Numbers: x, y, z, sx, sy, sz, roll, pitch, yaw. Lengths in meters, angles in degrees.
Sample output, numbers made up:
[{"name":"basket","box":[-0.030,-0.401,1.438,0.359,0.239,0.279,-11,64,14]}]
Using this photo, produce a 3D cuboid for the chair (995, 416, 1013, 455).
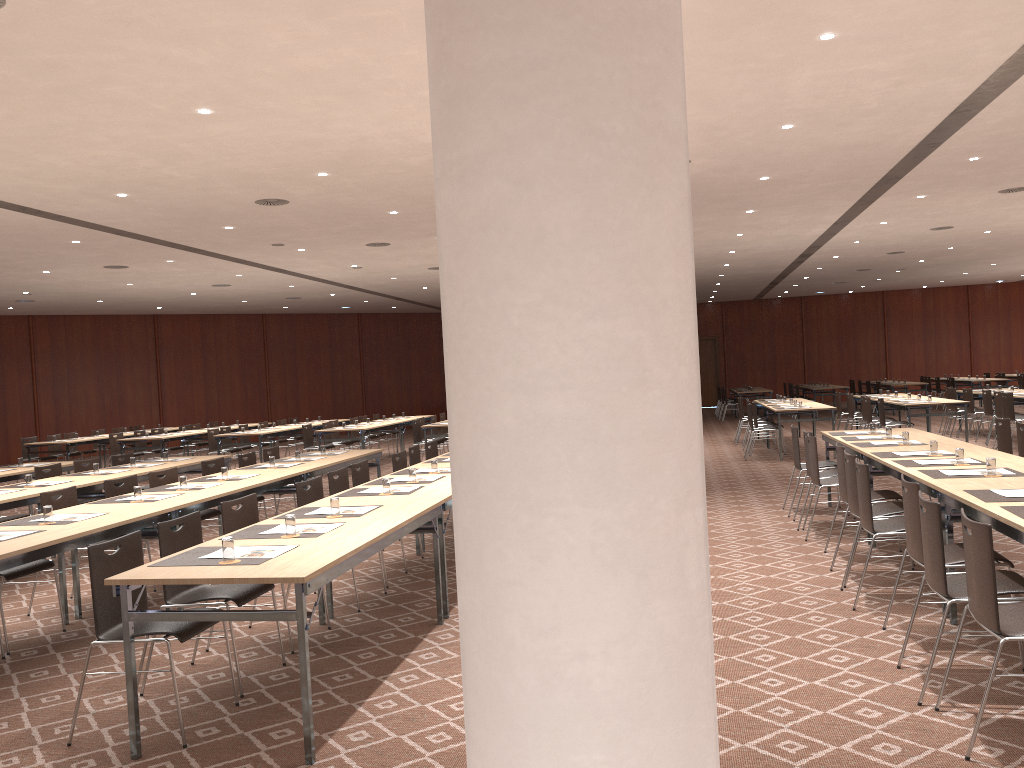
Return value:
[{"name":"chair","box":[5.198,0.801,9.037,0.614,0.939,0.535,-3,1,12]}]

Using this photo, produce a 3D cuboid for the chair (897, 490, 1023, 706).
[{"name":"chair","box":[2.224,1.009,4.305,0.614,0.939,0.535,-3,1,14]}]

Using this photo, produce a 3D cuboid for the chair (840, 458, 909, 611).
[{"name":"chair","box":[2.533,0.976,5.922,0.614,0.939,0.535,-3,1,12]}]

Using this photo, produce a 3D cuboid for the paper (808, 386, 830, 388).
[{"name":"paper","box":[8.739,0.087,25.205,0.565,0.003,0.460,-3,1,12]}]

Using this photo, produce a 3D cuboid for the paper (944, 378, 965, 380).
[{"name":"paper","box":[12.941,-0.151,26.034,0.565,0.003,0.460,-3,1,13]}]

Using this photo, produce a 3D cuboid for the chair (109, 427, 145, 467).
[{"name":"chair","box":[-8.922,1.464,20.501,0.614,0.939,0.535,-3,1,9]}]

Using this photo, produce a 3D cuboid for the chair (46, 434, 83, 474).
[{"name":"chair","box":[-9.293,1.505,18.336,0.614,0.939,0.535,-3,1,9]}]

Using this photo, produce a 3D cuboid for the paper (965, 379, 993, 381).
[{"name":"paper","box":[12.540,-0.108,23.827,0.565,0.003,0.460,-3,1,11]}]

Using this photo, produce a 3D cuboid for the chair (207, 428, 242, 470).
[{"name":"chair","box":[-5.506,1.312,16.868,0.614,0.939,0.535,-3,1,10]}]

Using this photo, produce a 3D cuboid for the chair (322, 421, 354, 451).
[{"name":"chair","box":[-3.414,1.194,17.176,0.614,0.939,0.535,-3,1,8]}]

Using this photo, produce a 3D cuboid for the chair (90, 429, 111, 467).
[{"name":"chair","box":[-9.102,1.480,19.883,0.614,0.939,0.535,-3,1,13]}]

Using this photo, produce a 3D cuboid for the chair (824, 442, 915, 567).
[{"name":"chair","box":[2.847,0.947,7.156,0.614,0.939,0.535,-3,1,13]}]

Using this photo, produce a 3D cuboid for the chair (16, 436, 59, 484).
[{"name":"chair","box":[-9.462,1.521,17.682,0.614,0.939,0.535,-3,1,12]}]

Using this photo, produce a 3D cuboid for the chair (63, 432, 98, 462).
[{"name":"chair","box":[-9.275,1.498,18.978,0.614,0.939,0.535,-3,1,8]}]

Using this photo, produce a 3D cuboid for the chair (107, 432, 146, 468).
[{"name":"chair","box":[-7.559,1.420,17.319,0.614,0.939,0.535,-3,1,12]}]

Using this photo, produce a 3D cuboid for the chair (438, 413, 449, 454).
[{"name":"chair","box":[-1.256,1.065,18.376,0.614,0.939,0.535,-3,1,9]}]

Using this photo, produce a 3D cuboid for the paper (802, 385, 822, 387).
[{"name":"paper","box":[9.032,0.056,26.797,0.565,0.003,0.460,-3,1,11]}]

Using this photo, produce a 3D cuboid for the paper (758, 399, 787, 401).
[{"name":"paper","box":[5.406,0.334,18.420,0.565,0.003,0.460,-3,1,11]}]

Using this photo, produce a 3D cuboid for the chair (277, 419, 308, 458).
[{"name":"chair","box":[-4.951,1.254,19.772,0.614,0.939,0.535,-3,1,11]}]

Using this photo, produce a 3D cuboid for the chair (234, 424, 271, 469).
[{"name":"chair","box":[-5.310,1.289,18.122,0.614,0.939,0.535,-3,1,8]}]

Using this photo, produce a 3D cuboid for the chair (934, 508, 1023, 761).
[{"name":"chair","box":[2.149,1.018,3.730,0.614,0.939,0.535,-3,1,13]}]

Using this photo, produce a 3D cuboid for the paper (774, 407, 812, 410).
[{"name":"paper","box":[4.724,0.405,14.897,0.565,0.003,0.460,-3,1,8]}]

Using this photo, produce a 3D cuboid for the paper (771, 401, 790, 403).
[{"name":"paper","box":[5.242,0.351,17.197,0.398,0.006,0.283,-3,1,12]}]

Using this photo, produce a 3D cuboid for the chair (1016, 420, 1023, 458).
[{"name":"chair","box":[5.033,0.816,8.358,0.614,0.939,0.535,-3,1,10]}]

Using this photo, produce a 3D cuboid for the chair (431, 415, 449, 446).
[{"name":"chair","box":[-1.362,1.079,17.500,0.614,0.939,0.535,-3,1,8]}]

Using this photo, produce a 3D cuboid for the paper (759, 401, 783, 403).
[{"name":"paper","box":[5.258,0.349,17.796,0.565,0.003,0.460,-3,1,9]}]

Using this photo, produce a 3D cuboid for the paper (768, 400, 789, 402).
[{"name":"paper","box":[5.358,0.339,17.834,0.398,0.006,0.283,-3,1,10]}]

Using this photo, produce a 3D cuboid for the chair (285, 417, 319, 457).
[{"name":"chair","box":[-4.864,1.242,20.453,0.614,0.939,0.535,-3,1,13]}]

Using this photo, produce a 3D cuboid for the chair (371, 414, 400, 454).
[{"name":"chair","box":[-2.877,1.138,19.979,0.614,0.939,0.535,-3,1,10]}]

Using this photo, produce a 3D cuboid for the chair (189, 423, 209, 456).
[{"name":"chair","box":[-7.019,1.363,20.141,0.614,0.939,0.535,-3,1,13]}]

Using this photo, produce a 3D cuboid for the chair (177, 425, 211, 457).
[{"name":"chair","box":[-7.033,1.370,19.517,0.614,0.939,0.535,-3,1,12]}]

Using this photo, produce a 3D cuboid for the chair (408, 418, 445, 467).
[{"name":"chair","box":[-1.570,1.103,16.182,0.614,0.939,0.535,-3,1,13]}]

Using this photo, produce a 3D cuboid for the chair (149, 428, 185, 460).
[{"name":"chair","box":[-7.257,1.391,18.575,0.614,0.939,0.535,-3,1,13]}]

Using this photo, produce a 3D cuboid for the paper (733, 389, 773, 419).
[{"name":"paper","box":[6.939,0.601,25.566,0.953,0.833,2.266,-3,1,11]}]

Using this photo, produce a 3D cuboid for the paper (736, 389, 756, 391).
[{"name":"paper","box":[6.910,0.178,26.200,0.565,0.003,0.460,-3,1,10]}]

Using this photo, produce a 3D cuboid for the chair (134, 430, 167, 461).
[{"name":"chair","box":[-7.340,1.402,17.913,0.614,0.939,0.535,-3,1,8]}]

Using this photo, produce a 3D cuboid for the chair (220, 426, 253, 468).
[{"name":"chair","box":[-5.485,1.304,17.530,0.614,0.939,0.535,-3,1,9]}]

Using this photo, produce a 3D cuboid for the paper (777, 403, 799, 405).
[{"name":"paper","box":[5.076,0.369,16.257,0.398,0.006,0.283,-3,1,8]}]

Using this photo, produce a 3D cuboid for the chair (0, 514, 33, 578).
[{"name":"chair","box":[-5.086,1.367,8.666,0.614,0.939,0.535,-3,1,13]}]

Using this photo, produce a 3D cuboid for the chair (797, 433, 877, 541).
[{"name":"chair","box":[2.970,0.931,8.206,0.614,0.939,0.535,-3,1,10]}]

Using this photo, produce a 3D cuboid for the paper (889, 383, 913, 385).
[{"name":"paper","box":[10.575,-0.004,24.191,0.565,0.003,0.460,-3,1,10]}]

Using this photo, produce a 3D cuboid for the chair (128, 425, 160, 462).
[{"name":"chair","box":[-8.852,1.454,21.192,0.614,0.939,0.535,-3,1,10]}]

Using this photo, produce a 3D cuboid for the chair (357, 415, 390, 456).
[{"name":"chair","box":[-3.082,1.154,19.457,0.614,0.939,0.535,-3,1,13]}]

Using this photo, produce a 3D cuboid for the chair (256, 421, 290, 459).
[{"name":"chair","box":[-5.182,1.273,19.114,0.614,0.939,0.535,-3,1,11]}]

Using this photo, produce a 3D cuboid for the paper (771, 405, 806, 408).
[{"name":"paper","box":[4.851,0.392,15.538,0.565,0.003,0.460,-3,1,13]}]

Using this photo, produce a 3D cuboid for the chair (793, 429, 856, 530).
[{"name":"chair","box":[3.106,0.918,8.732,0.614,0.939,0.535,-3,1,8]}]

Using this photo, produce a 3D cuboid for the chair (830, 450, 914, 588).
[{"name":"chair","box":[2.682,0.963,6.515,0.614,0.939,0.535,-3,1,10]}]

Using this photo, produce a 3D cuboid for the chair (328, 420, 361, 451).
[{"name":"chair","box":[-3.399,1.188,17.803,0.614,0.939,0.535,-3,1,13]}]

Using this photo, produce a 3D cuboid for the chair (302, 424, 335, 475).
[{"name":"chair","box":[-3.643,1.213,16.529,0.614,0.939,0.535,-3,1,11]}]

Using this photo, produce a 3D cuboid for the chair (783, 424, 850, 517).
[{"name":"chair","box":[3.210,0.905,9.462,0.614,0.939,0.535,-3,1,11]}]

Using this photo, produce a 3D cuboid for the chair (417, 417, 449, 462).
[{"name":"chair","box":[-1.553,1.096,16.824,0.614,0.939,0.535,-3,1,12]}]

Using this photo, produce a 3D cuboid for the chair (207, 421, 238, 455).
[{"name":"chair","box":[-6.825,1.346,20.831,0.614,0.939,0.535,-3,1,10]}]

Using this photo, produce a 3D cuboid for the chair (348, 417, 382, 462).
[{"name":"chair","box":[-3.159,1.165,18.736,0.614,0.939,0.535,-3,1,13]}]

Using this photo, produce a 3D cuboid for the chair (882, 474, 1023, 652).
[{"name":"chair","box":[2.430,0.991,4.972,0.614,0.939,0.535,-3,1,13]}]
